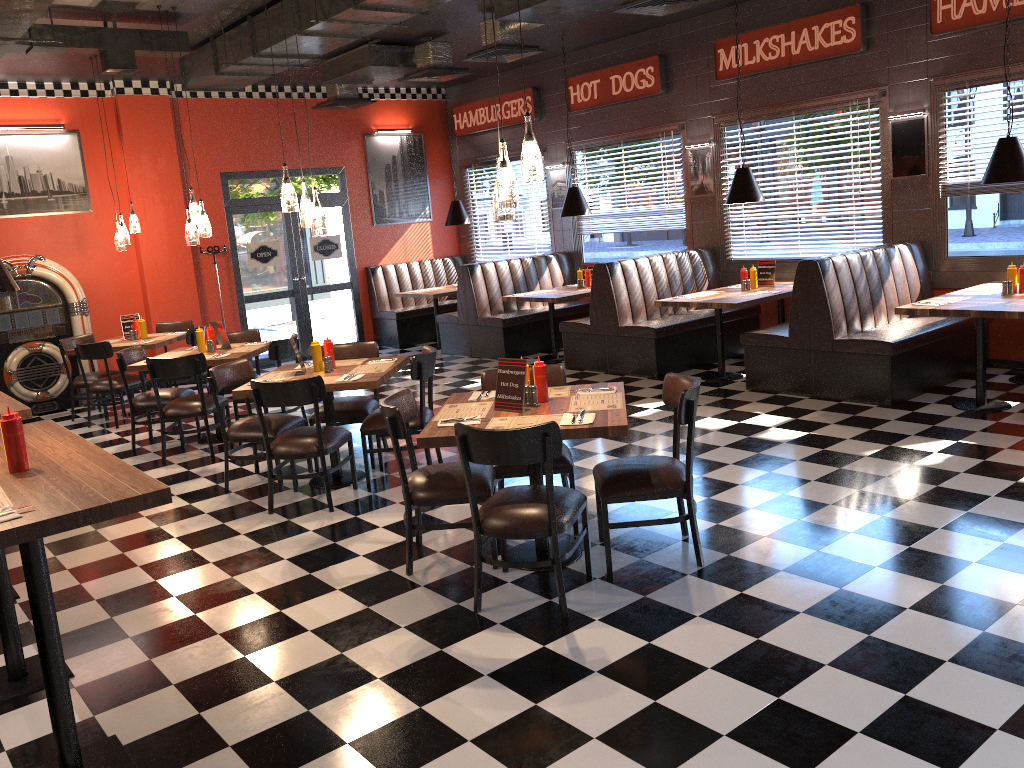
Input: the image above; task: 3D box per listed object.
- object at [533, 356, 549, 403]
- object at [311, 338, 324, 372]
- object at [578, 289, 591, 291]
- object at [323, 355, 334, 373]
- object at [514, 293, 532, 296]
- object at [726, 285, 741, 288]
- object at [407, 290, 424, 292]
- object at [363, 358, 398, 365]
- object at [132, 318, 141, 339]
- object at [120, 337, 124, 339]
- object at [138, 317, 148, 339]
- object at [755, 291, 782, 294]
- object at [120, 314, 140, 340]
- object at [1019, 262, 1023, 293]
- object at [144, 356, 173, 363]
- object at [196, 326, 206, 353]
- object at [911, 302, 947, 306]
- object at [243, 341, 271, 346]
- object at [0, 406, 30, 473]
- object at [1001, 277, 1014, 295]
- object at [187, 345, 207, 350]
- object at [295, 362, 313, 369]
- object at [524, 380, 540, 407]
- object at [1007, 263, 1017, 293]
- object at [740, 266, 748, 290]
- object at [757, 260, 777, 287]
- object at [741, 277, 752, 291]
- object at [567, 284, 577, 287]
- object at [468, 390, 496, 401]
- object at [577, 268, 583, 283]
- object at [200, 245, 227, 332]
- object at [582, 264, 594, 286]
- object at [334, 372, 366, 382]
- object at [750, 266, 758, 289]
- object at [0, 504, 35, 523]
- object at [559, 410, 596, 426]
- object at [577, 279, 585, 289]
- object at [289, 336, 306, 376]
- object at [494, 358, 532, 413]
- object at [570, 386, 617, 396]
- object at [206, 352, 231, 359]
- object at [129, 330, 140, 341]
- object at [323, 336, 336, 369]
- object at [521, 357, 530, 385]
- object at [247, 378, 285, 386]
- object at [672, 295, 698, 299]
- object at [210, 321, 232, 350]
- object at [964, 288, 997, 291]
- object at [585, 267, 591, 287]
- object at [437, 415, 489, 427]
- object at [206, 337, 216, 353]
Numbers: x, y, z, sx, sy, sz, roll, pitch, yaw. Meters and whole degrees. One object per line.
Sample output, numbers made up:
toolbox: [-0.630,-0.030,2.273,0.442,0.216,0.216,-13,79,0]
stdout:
object: [0.145,-0.026,4.530,0.068,0.236,0.068,-5,9,5]
object: [-1.355,-0.205,6.148,0.068,0.236,0.068,-11,10,-32]
object: [0.860,-1.080,10.147,0.158,0.019,0.255,-15,15,-41]
object: [-1.265,-0.150,6.097,0.046,0.135,0.094,-3,10,12]
object: [0.127,-1.047,10.322,0.158,0.019,0.256,-12,13,-32]
object: [2.325,-0.997,9.039,0.158,0.019,0.255,-15,15,-41]
object: [-1.318,-1.288,12.232,0.158,0.019,0.256,-14,14,-37]
object: [-0.951,-0.164,6.322,0.255,0.019,0.158,-4,11,6]
object: [-3.963,-0.593,9.356,0.068,0.236,0.068,-13,12,-40]
object: [-4.150,-0.516,9.621,0.157,0.019,0.257,-5,11,1]
object: [-3.880,-0.592,9.312,0.068,0.236,0.068,-13,12,-40]
object: [2.394,-0.867,8.343,0.158,0.019,0.255,-14,14,-38]
object: [-4.045,-0.608,9.421,0.189,0.255,0.072,-10,10,-28]
object: [3.926,-0.817,6.795,0.068,0.236,0.068,2,11,39]
object: [-2.979,-0.213,7.525,0.255,0.019,0.158,-5,11,0]
object: [-2.727,-0.394,7.760,0.068,0.236,0.068,-11,10,-32]
object: [3.156,-0.607,6.657,0.158,0.019,0.256,-12,13,-31]
object: [-2.326,-0.369,8.012,0.255,0.019,0.159,-3,11,10]
object: [-1.769,0.193,3.145,0.068,0.236,0.068,-1,10,26]
object: [3.796,-0.750,6.785,0.094,0.135,0.047,-7,9,-13]
object: [-2.875,-0.333,8.089,0.157,0.019,0.257,-4,11,7]
object: [-1.486,-0.135,6.426,0.157,0.019,0.257,-5,11,0]
object: [0.092,0.046,4.462,0.094,0.135,0.047,3,12,41]
object: [3.882,-0.829,6.877,0.068,0.236,0.068,2,11,39]
object: [2.290,-1.047,8.736,0.068,0.236,0.068,-8,9,-15]
object: [2.550,-1.110,8.888,0.188,0.255,0.073,3,12,41]
object: [2.287,-0.978,8.654,0.094,0.135,0.047,-7,9,-13]
object: [0.794,-1.210,10.843,0.158,0.019,0.255,-14,14,-38]
object: [-0.151,0.061,4.797,0.157,0.019,0.257,-4,11,8]
object: [0.813,-1.271,10.574,0.068,0.236,0.068,1,11,35]
object: [-3.671,-0.920,11.219,0.375,1.647,0.376,-8,9,-15]
object: [0.937,-1.324,10.736,0.188,0.255,0.073,-1,10,22]
object: [-1.052,-0.049,5.782,0.157,0.019,0.257,-3,11,9]
object: [2.383,-1.056,8.739,0.068,0.236,0.068,-8,9,-15]
object: [-1.544,0.391,2.598,0.256,0.019,0.158,-15,15,-40]
object: [0.307,0.153,4.114,0.157,0.019,0.257,-3,11,10]
object: [0.811,-1.200,10.483,0.093,0.135,0.047,-2,10,22]
object: [-1.481,-0.200,6.133,0.072,0.255,0.189,-7,10,-8]
object: [-0.007,0.005,4.397,0.188,0.255,0.073,3,12,41]
object: [0.423,0.034,4.668,0.255,0.019,0.159,-3,11,11]
object: [-2.456,-0.241,7.423,0.157,0.019,0.257,-4,11,9]
object: [-3.958,-0.525,9.273,0.094,0.135,0.047,-13,11,-38]
object: [-1.281,-0.222,6.204,0.068,0.236,0.068,-11,10,-32]
object: [0.059,-0.025,4.566,0.068,0.236,0.068,-9,10,-23]
object: [-1.614,-0.018,5.890,0.255,0.019,0.159,-4,11,8]
object: [1.685,-0.842,8.546,0.158,0.019,0.256,-13,14,-36]
object: [-2.579,-0.434,7.845,0.188,0.255,0.073,3,12,41]
object: [3.816,-0.767,7.165,0.158,0.019,0.255,-14,14,-38]
object: [0.907,-1.279,10.569,0.068,0.236,0.068,1,11,35]
object: [-0.232,0.173,4.263,0.255,0.019,0.158,-5,11,1]
object: [-2.633,-0.344,7.726,0.094,0.135,0.047,3,12,41]
